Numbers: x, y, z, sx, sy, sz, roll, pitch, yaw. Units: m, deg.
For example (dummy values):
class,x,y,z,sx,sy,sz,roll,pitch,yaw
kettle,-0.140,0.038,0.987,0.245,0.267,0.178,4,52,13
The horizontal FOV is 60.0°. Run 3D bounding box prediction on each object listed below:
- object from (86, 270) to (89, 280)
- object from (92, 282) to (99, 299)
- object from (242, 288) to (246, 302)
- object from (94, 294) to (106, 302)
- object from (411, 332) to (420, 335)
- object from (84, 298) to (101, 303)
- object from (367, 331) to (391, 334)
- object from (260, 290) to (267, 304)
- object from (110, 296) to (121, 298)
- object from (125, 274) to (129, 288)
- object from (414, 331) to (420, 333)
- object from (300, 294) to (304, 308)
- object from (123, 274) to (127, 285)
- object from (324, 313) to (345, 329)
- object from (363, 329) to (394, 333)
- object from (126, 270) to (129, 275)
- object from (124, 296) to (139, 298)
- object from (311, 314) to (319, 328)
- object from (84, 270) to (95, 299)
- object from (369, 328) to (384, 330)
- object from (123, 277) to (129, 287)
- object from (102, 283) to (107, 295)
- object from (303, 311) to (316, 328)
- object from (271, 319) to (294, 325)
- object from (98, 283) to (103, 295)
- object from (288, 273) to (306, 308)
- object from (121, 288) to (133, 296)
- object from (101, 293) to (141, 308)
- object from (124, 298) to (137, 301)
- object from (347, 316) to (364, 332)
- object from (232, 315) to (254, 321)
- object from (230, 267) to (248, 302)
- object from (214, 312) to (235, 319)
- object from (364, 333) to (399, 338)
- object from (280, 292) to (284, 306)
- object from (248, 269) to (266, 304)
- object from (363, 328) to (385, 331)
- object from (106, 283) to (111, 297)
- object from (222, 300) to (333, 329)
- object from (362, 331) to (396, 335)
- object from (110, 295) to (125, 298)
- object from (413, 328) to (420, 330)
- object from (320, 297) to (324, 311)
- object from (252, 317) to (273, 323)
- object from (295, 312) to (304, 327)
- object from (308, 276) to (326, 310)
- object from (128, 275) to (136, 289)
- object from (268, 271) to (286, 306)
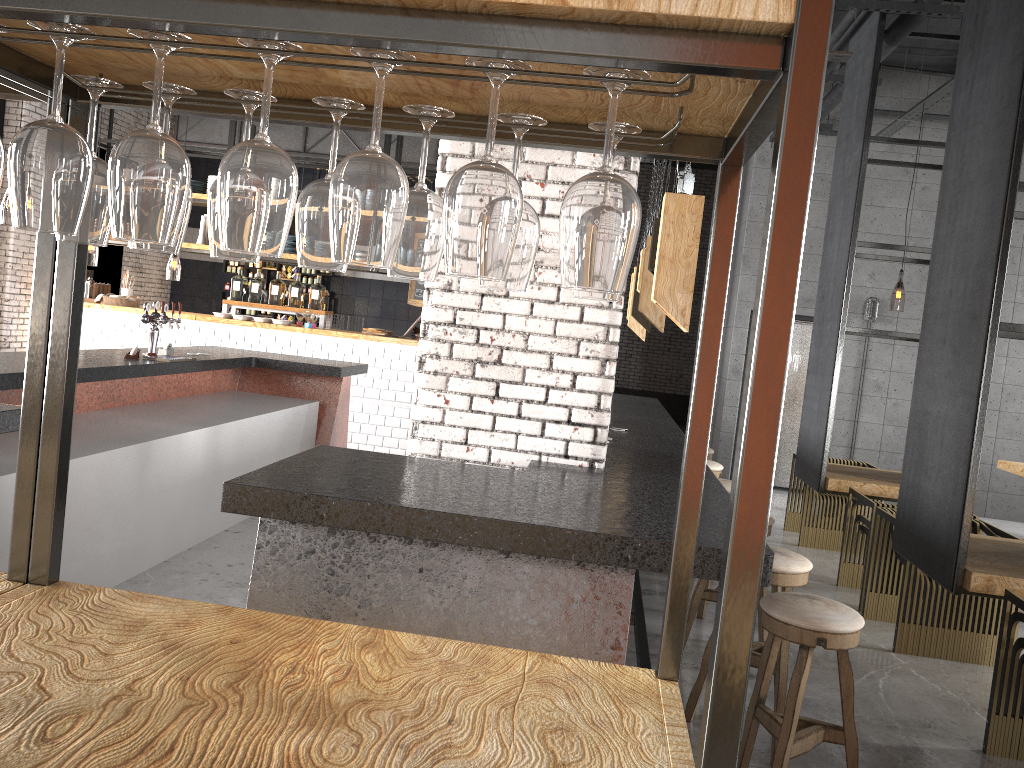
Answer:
class,x,y,z,sx,sy,sz,roll,pitch,yaw
object,-5.126,-1.188,10.638,0.070,0.367,0.107,7,3,5
object,-4.989,-1.096,10.618,0.056,0.248,0.056,5,3,-32
object,-3.180,-1.057,10.512,0.032,0.163,0.080,5,3,-23
object,-4.789,-1.006,10.515,0.187,0.110,0.283,10,5,42
object,-0.983,-0.574,10.281,0.407,0.019,0.458,8,4,19
object,-5.125,-1.018,10.748,0.411,0.050,0.412,7,4,5
object,-1.532,-0.603,10.317,0.215,0.013,0.521,7,4,2
object,-2.943,-1.030,10.504,0.077,0.163,0.039,4,4,-40
object,-4.656,-0.993,10.444,0.160,0.075,0.161,5,4,-16
object,-4.618,-1.137,10.617,0.033,0.369,0.137,5,3,-28
object,-0.964,-0.589,10.290,0.458,0.019,0.407,3,5,-41
object,-2.472,-0.973,10.439,0.024,0.163,0.062,6,3,-4
object,-4.665,-1.152,10.689,0.087,0.355,0.026,8,3,29
object,-2.070,-0.729,10.332,0.181,0.168,0.170,7,4,16
object,-1.522,-0.615,10.317,0.230,0.016,0.557,7,4,12
object,-4.647,-1.236,10.714,0.090,0.289,0.017,9,4,43
object,-4.537,-1.007,10.559,0.160,0.078,0.160,4,4,-31
object,-2.300,-0.729,10.262,0.122,0.165,0.112,5,4,-30
object,-5.061,-1.180,10.633,0.070,0.367,0.107,7,3,5
object,-1.527,-0.627,10.155,0.184,0.011,0.254,8,4,27
object,-4.652,-1.117,10.661,0.071,0.328,0.052,4,4,-38
object,-4.970,-1.106,10.791,0.056,0.248,0.056,5,3,-32
object,-2.322,-0.735,10.137,0.128,0.189,0.123,7,3,15
object,-2.644,-0.712,10.213,0.216,0.060,0.324,7,4,6
object,-4.980,-1.101,10.704,0.056,0.248,0.056,5,3,-32
object,-2.548,-1.108,10.519,0.154,0.404,0.154,7,3,5
object,-4.635,-1.048,10.671,0.129,0.204,0.129,9,4,41
object,-4.657,-0.993,10.552,0.436,0.156,0.420,5,4,-22
object,-4.537,-0.988,10.558,0.160,0.075,0.161,4,4,-31
object,-1.836,-0.708,10.400,0.181,0.168,0.170,6,3,-14
object,-3.110,-0.767,10.256,0.216,0.059,0.324,7,4,6
object,-3.258,-1.193,10.597,0.154,0.404,0.154,7,3,5
object,-3.339,-0.793,10.292,0.216,0.055,0.324,7,4,6
object,-1.488,-0.566,10.273,0.458,0.019,0.407,3,5,-42
object,-2.714,-1.003,10.486,0.031,0.163,0.046,8,3,31
object,-3.029,-1.165,10.565,0.154,0.404,0.154,7,3,5
object,-1.559,-0.625,10.227,0.172,0.010,0.368,8,4,16
object,-4.961,-1.111,10.877,0.056,0.248,0.056,5,3,-32
object,-2.809,-0.659,10.568,1.250,0.551,0.315,7,3,6
object,-1.526,-0.590,10.322,0.277,0.019,0.514,7,4,11
object,-4.652,-1.012,10.445,0.160,0.078,0.161,5,4,-16
object,-0.940,-0.619,10.289,0.459,0.019,0.406,10,5,39
object,-2.233,-0.944,10.411,0.034,0.163,0.061,9,4,39
object,-2.871,-0.738,10.253,0.216,0.055,0.324,7,4,6
object,-2.446,-0.743,10.221,0.122,0.165,0.112,9,4,40
object,-2.303,-1.079,10.498,0.154,0.404,0.154,7,3,5
object,-4.593,-1.133,10.662,0.124,0.358,0.076,8,3,21
object,-2.789,-1.137,10.548,0.154,0.404,0.154,7,3,5
